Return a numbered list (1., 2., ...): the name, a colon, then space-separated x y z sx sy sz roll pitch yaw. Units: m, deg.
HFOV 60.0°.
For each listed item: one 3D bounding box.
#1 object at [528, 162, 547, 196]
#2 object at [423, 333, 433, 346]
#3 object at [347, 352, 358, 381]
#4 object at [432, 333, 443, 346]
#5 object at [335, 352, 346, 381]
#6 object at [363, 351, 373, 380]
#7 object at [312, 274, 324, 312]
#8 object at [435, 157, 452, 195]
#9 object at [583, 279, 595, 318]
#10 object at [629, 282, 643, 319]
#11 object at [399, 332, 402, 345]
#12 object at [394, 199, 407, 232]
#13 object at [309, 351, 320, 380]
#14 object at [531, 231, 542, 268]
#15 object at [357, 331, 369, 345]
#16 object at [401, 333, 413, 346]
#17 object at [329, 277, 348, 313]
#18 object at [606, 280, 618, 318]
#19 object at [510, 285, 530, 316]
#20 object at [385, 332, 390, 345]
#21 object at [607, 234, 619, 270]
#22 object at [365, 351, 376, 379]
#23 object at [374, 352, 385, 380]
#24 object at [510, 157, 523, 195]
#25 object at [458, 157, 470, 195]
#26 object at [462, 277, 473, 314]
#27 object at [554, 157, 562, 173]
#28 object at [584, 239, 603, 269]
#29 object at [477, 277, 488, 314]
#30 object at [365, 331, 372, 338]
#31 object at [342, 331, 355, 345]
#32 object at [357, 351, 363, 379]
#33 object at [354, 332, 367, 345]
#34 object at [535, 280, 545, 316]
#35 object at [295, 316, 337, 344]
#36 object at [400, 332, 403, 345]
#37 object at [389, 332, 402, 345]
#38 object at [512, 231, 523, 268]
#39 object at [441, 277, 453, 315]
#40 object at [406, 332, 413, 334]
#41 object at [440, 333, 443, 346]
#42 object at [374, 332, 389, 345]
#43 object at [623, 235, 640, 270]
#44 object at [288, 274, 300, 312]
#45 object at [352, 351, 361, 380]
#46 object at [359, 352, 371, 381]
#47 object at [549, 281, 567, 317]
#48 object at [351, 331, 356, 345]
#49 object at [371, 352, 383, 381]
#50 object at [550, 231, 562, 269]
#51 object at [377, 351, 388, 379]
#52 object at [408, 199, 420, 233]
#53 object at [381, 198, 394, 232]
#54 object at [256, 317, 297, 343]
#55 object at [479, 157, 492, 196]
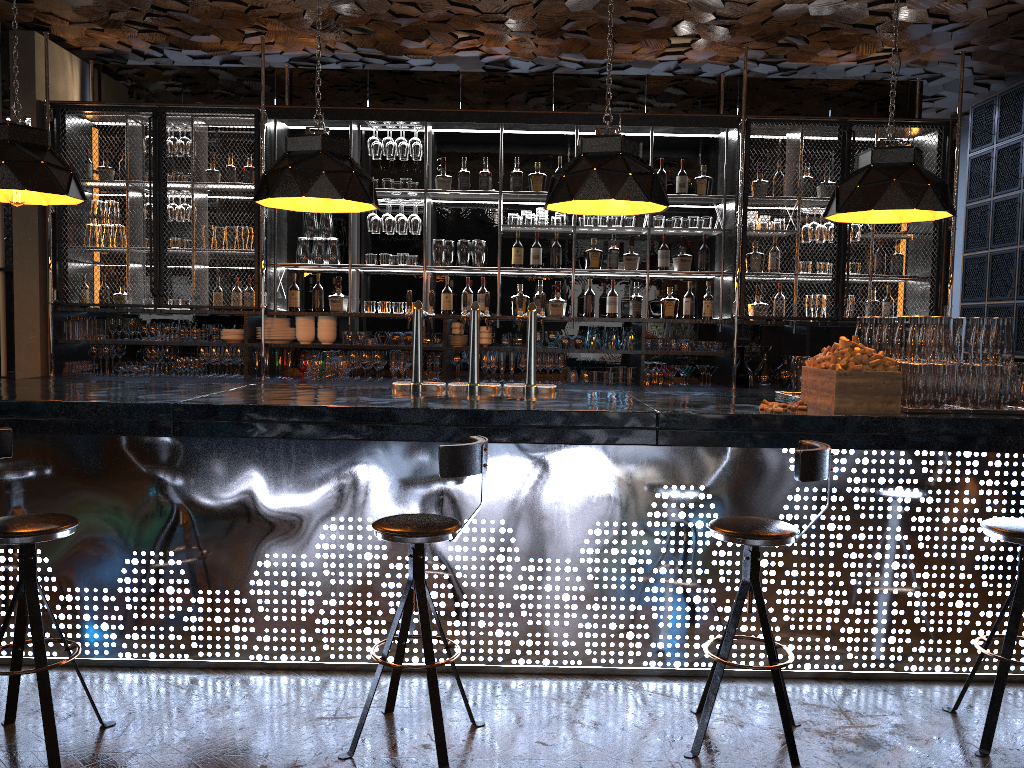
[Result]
1. object: 0.195 -1.577 6.821 0.151 0.248 0.094 1 4 3
2. object: -0.645 -0.334 6.692 0.095 0.096 0.095 -1 4 -26
3. object: -1.205 -0.134 6.702 0.084 0.216 0.084 0 4 -12
4. object: -0.575 -0.337 6.764 0.095 0.096 0.095 3 4 24
5. object: -1.299 -0.134 6.704 0.082 0.213 0.082 3 4 30
6. object: -1.108 -0.141 6.832 0.084 0.216 0.084 1 4 -8
7. object: -1.497 -0.701 6.849 0.086 0.297 0.086 4 5 33
8. object: -0.528 -1.600 6.818 0.123 0.279 0.123 0 4 -12
9. object: 0.600 -0.661 6.860 0.086 0.297 0.086 4 5 33
10. object: 0.963 -0.648 6.888 0.083 0.282 0.083 0 4 -15
11. object: -0.888 -0.351 6.856 0.093 0.099 0.093 0 4 -13
12. object: -0.848 -1.281 6.746 0.092 0.244 0.092 -2 5 -40
13. object: -1.495 -0.138 6.706 0.082 0.213 0.082 3 4 29
14. object: 0.190 -1.036 6.889 0.086 0.298 0.086 -2 5 -41
15. object: -1.153 -0.356 6.867 0.089 0.100 0.100 5 5 41
16. object: -0.787 -0.339 6.701 0.093 0.099 0.093 2 4 19
17. object: -1.341 -0.688 6.862 0.123 0.279 0.123 2 4 13
18. object: 0.781 -0.660 6.894 0.086 0.298 0.086 -2 5 -41
19. object: 0.063 -0.647 6.883 0.151 0.248 0.094 0 4 -11
20. object: -0.996 -0.357 6.909 0.109 0.100 0.109 0 4 -17
21. object: 0.785 -1.014 6.862 0.083 0.282 0.083 1 4 0
22. object: -1.112 -0.151 6.965 0.084 0.216 0.084 1 4 -1
23. object: -1.023 -0.140 6.839 0.084 0.216 0.084 5 5 42
24. object: 0.035 -1.598 6.819 0.083 0.282 0.083 0 4 -15
25. object: -0.370 -1.599 6.818 0.083 0.282 0.083 0 4 -15
26. object: -0.346 -0.683 6.911 0.086 0.298 0.086 -2 5 -41
27. object: 0.367 -1.600 6.834 0.086 0.298 0.086 -2 5 -41
28. object: 0.630 -0.999 6.862 0.151 0.248 0.094 0 4 -11
29. object: -0.228 -0.679 6.888 0.086 0.298 0.086 -2 5 -41
30. object: -1.149 -0.363 6.968 0.089 0.100 0.100 1 4 -7
31. object: -1.235 -0.346 6.690 0.100 0.100 0.089 1 4 4
32. object: -1.204 -0.153 6.971 0.084 0.216 0.084 4 5 38
33. object: -1.153 -0.348 6.746 0.089 0.100 0.100 4 5 36
34. object: 0.217 -0.662 6.884 0.083 0.282 0.083 1 4 0
35. object: -1.495 -0.415 6.766 0.309 0.216 0.149 1 4 -3
36. object: -0.890 -0.358 6.960 0.093 0.099 0.093 1 4 1
37. object: -0.888 -0.344 6.748 0.093 0.099 0.093 2 4 16
38. object: 0.045 -1.036 6.864 0.086 0.299 0.086 -2 5 -41
39. object: -0.504 -0.683 6.885 0.086 0.299 0.086 -2 5 -41
40. object: -0.791 -0.346 6.805 0.093 0.099 0.093 -1 4 -29
41. object: -0.570 -0.344 6.871 0.095 0.096 0.095 4 5 40
42. object: -0.995 -0.346 6.751 0.109 0.100 0.109 0 4 -17
43. object: 0.923 -1.008 6.849 0.123 0.279 0.123 2 4 13
44. object: -1.689 -0.706 6.879 0.086 0.299 0.086 -2 5 -41
45. object: -1.200 -0.143 6.835 0.084 0.216 0.084 2 4 12
46. object: -1.111 -0.132 6.701 0.084 0.216 0.084 2 4 15
47. object: 0.356 -0.656 6.871 0.123 0.279 0.123 2 4 13
48. object: -1.243 -0.354 6.803 0.100 0.100 0.089 -1 4 -28
49. object: -1.020 -0.131 6.702 0.084 0.216 0.084 5 5 42
50. object: 0.342 -1.031 6.862 0.086 0.297 0.086 -2 5 -41
51. object: -1.021 -0.149 6.972 0.084 0.216 0.084 3 4 22
52. object: -0.745 -1.279 6.746 0.092 0.244 0.092 -2 5 -40
53. object: -0.947 -1.282 6.745 0.092 0.244 0.092 -2 5 -40
54. object: -1.804 -0.412 6.798 0.306 0.195 0.300 1 4 1
55. object: -0.204 -1.596 6.818 0.083 0.282 0.083 2 4 15
